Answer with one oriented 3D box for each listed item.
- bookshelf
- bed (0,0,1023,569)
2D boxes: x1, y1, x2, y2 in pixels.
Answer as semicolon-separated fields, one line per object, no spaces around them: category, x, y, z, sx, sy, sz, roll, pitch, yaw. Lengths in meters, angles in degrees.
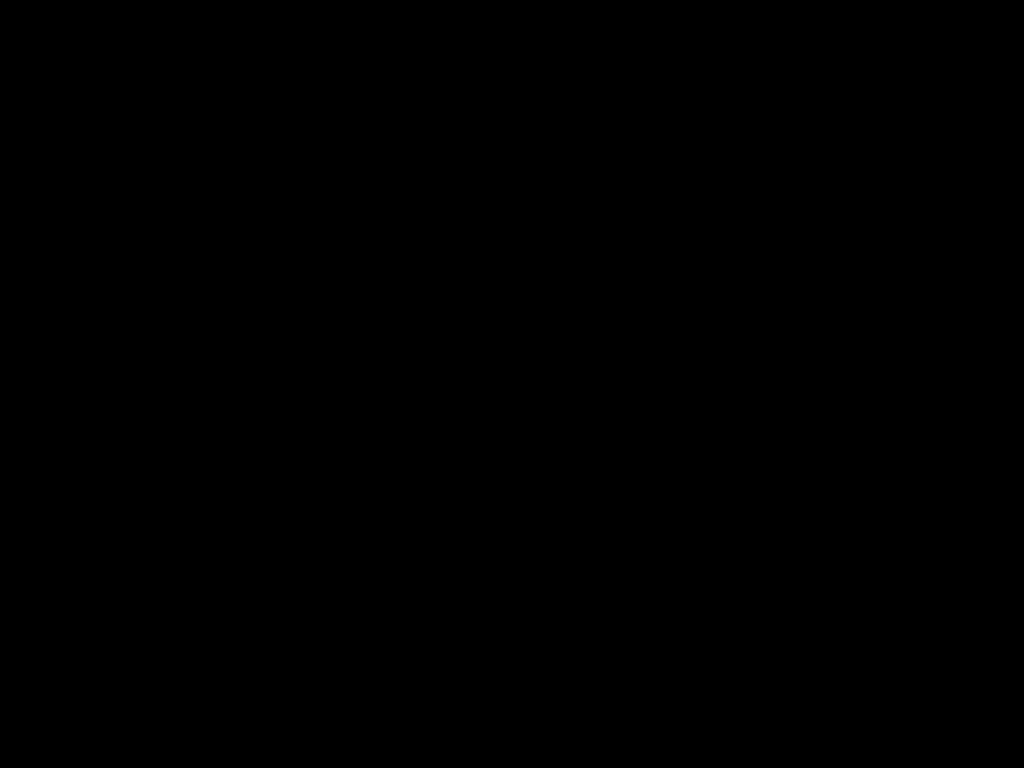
bookshelf;1.095;-0.341;1.802;1.495;0.303;0.643;-4;9;26
bed;0.270;-0.350;0.138;2.087;0.994;3.009;-4;9;26
